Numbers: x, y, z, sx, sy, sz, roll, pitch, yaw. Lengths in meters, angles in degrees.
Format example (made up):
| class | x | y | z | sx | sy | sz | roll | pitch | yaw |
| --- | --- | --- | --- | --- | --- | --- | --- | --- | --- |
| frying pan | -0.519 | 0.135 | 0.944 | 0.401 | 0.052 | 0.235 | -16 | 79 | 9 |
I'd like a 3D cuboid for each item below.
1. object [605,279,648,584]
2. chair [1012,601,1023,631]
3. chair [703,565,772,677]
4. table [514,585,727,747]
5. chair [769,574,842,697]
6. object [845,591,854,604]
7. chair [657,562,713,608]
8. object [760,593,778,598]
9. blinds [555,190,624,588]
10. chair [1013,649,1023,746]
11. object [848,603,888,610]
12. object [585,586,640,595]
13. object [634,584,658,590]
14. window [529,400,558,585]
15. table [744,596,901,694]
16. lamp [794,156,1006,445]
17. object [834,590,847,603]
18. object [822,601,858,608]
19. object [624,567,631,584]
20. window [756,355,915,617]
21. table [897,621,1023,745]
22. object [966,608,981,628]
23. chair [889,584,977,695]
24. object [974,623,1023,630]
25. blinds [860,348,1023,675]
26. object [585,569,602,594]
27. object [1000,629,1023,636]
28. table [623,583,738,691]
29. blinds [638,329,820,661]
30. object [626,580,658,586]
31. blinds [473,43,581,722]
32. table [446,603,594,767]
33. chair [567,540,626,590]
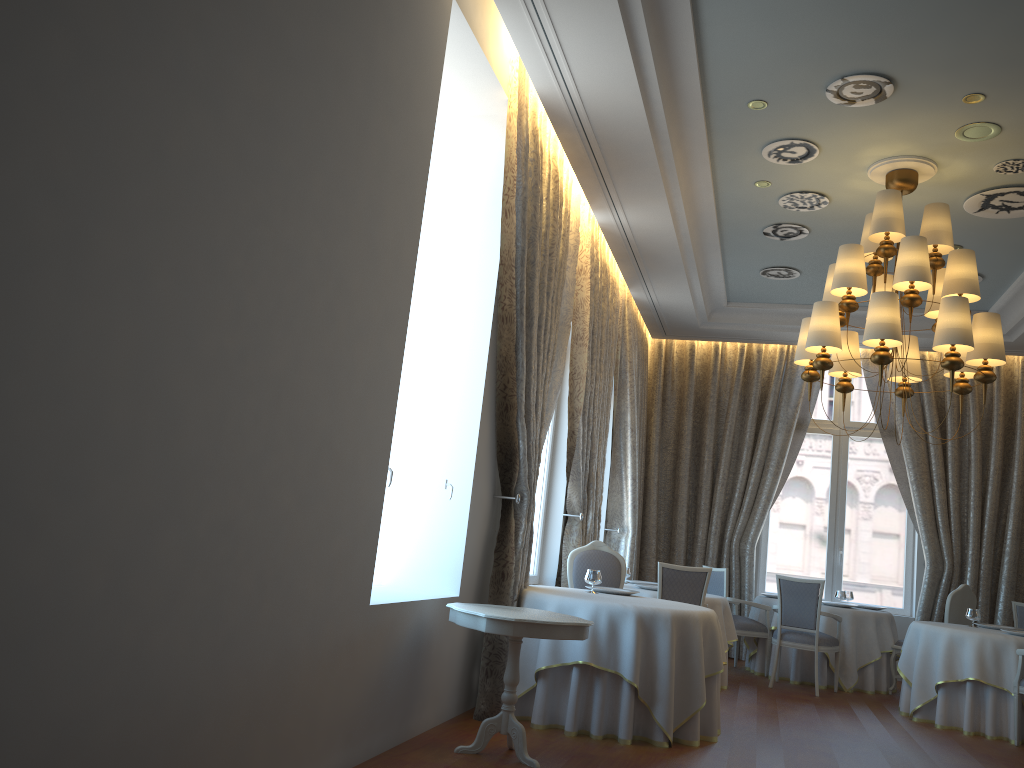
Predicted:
| class | x | y | z | sx | sy | sz | roll | pitch | yaw |
| --- | --- | --- | --- | --- | --- | --- | --- | --- | --- |
| object | 1.450 | 0.861 | 10.875 | 0.386 | 4.901 | 2.121 | 4 | -10 | 16 |
| chair | 5.251 | 2.776 | 8.907 | 0.650 | 1.108 | 0.629 | -1 | -12 | 36 |
| chair | 2.479 | 2.632 | 9.918 | 0.629 | 1.108 | 0.650 | 10 | -10 | -18 |
| table | 0.676 | 1.964 | 6.308 | 1.663 | 0.890 | 1.667 | 6 | -10 | 5 |
| chair | 2.965 | 2.533 | 9.026 | 0.650 | 1.108 | 0.629 | 1 | -11 | 31 |
| object | 3.917 | 2.498 | 10.336 | 0.128 | 0.165 | 0.128 | 4 | -10 | 16 |
| chair | 1.365 | 2.127 | 7.748 | 0.650 | 1.108 | 0.629 | 8 | -10 | -8 |
| object | 3.041 | 2.423 | 10.111 | 0.419 | 0.036 | 0.419 | 4 | -10 | 15 |
| blinds | 0.824 | 0.387 | 8.831 | 0.335 | 4.969 | 2.257 | 4 | -10 | 16 |
| chair | 4.420 | 2.339 | 6.947 | 0.650 | 1.108 | 0.629 | 9 | -10 | -13 |
| object | 4.020 | 2.520 | 10.018 | 0.419 | 0.036 | 0.419 | 4 | -10 | 15 |
| object | 0.769 | 1.585 | 6.793 | 0.419 | 0.036 | 0.419 | 4 | -10 | 15 |
| object | 1.363 | 1.937 | 8.424 | 0.419 | 0.036 | 0.419 | 4 | -10 | 15 |
| window | 0.225 | 0.094 | 7.739 | 0.259 | 3.306 | 1.882 | 4 | -10 | 16 |
| table | 3.500 | 2.936 | 10.033 | 1.667 | 0.890 | 1.663 | 0 | -12 | 35 |
| lamp | 2.919 | -0.639 | 6.725 | 1.373 | 2.121 | 1.373 | 14 | -12 | -36 |
| object | 3.692 | 2.408 | 9.967 | 0.128 | 0.165 | 0.128 | 4 | -10 | 16 |
| object | 3.550 | 2.404 | 9.665 | 0.419 | 0.036 | 0.419 | 4 | -10 | 15 |
| object | 1.163 | 1.980 | 9.179 | 0.128 | 0.165 | 0.128 | 4 | -10 | 16 |
| window | 4.261 | 1.224 | 11.568 | 1.881 | 3.306 | 0.196 | 4 | -10 | 16 |
| table | 4.359 | 2.667 | 7.918 | 1.663 | 0.890 | 1.667 | 1 | -11 | 30 |
| object | 4.321 | 2.191 | 8.306 | 0.128 | 0.165 | 0.128 | 4 | -10 | 16 |
| chair | 4.434 | 2.697 | 9.330 | 0.563 | 1.233 | 0.690 | 13 | -12 | -33 |
| object | 4.603 | 2.304 | 8.388 | 0.419 | 0.036 | 0.419 | 4 | -10 | 15 |
| blinds | 5.485 | 1.263 | 10.783 | 2.476 | 4.901 | 0.386 | 4 | -10 | 16 |
| object | 0.598 | 1.455 | 6.537 | 0.128 | 0.165 | 0.128 | 7 | -10 | -2 |
| object | 4.425 | 2.147 | 7.603 | 0.419 | 0.036 | 0.419 | 4 | -10 | 15 |
| table | 1.372 | 2.477 | 8.802 | 1.667 | 0.890 | 1.663 | 5 | -10 | 10 |
| blinds | 2.730 | 1.085 | 11.586 | 2.535 | 4.901 | 0.386 | 4 | -10 | 16 |
| object | 1.406 | 2.101 | 9.341 | 0.419 | 0.036 | 0.419 | 4 | -10 | 15 |
| blinds | 0.160 | -0.093 | 6.513 | 0.315 | 4.930 | 2.204 | 4 | -10 | 16 |
| table | -0.001 | 1.674 | 4.908 | 0.761 | 0.801 | 0.760 | 13 | -12 | -34 |
| chair | 0.719 | 1.894 | 7.168 | 0.563 | 1.233 | 0.690 | 8 | -10 | -8 |
